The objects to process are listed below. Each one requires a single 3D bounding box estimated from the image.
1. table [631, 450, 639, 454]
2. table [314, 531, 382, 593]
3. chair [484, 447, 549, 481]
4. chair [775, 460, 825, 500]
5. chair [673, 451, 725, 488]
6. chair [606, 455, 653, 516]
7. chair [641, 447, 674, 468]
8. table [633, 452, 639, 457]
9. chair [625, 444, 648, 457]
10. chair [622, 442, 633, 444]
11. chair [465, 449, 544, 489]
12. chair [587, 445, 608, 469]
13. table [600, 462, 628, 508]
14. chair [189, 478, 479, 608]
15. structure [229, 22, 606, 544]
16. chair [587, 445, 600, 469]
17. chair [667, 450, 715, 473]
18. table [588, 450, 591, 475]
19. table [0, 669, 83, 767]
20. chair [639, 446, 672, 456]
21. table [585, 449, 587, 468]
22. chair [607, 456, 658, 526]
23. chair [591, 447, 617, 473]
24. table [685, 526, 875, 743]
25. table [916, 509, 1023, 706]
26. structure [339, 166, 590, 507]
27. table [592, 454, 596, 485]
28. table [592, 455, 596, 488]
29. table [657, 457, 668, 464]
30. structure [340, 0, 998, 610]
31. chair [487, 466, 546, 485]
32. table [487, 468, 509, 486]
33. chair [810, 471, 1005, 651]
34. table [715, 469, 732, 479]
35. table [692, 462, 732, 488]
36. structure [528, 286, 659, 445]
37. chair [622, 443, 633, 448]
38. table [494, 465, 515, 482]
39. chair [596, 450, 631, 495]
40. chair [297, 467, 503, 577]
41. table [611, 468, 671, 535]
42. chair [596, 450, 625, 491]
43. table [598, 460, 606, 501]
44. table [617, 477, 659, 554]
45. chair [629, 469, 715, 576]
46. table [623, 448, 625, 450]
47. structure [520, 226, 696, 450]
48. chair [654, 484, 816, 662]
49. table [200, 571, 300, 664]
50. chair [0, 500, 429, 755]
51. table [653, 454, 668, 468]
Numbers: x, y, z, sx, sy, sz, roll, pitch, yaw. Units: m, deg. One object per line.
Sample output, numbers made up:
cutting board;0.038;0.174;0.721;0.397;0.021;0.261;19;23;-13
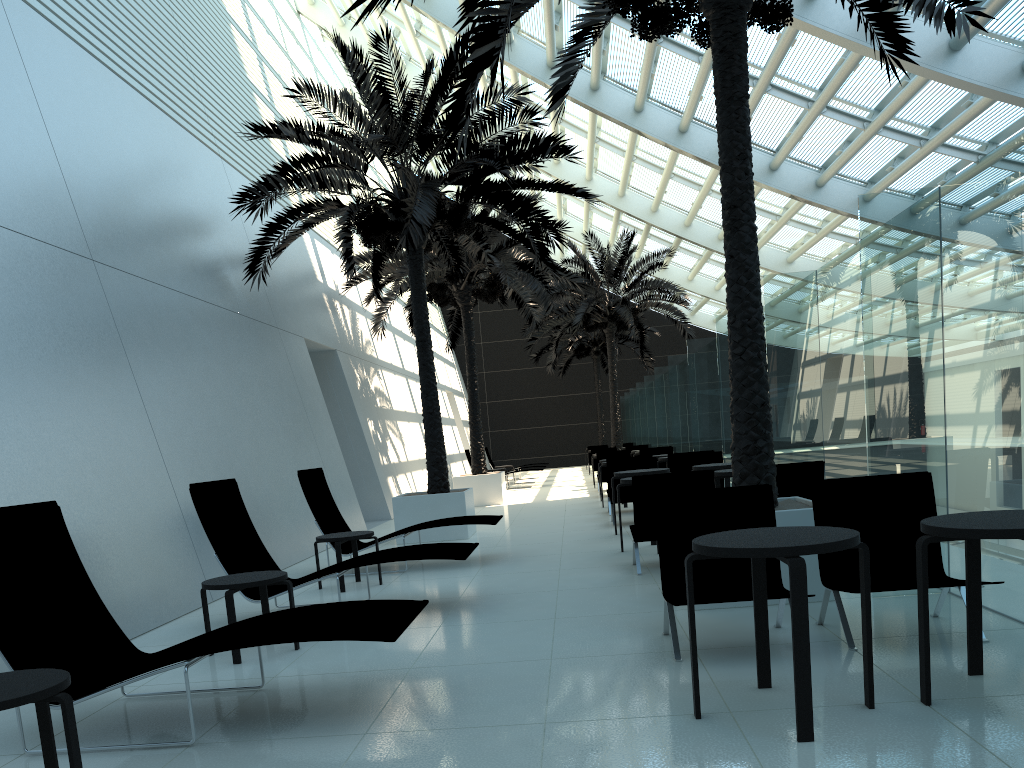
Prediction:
table;3.374;2.050;21.968;0.682;0.788;0.671;-3;3;42
table;-1.587;1.708;8.425;0.548;0.521;0.556;-6;2;-43
chair;0.187;2.580;28.882;2.039;1.168;0.913;-5;3;4
chair;2.384;1.153;7.957;0.717;0.895;0.880;-5;2;4
chair;2.651;1.400;12.031;0.717;0.895;0.880;-5;2;4
chair;1.857;1.584;13.808;0.717;0.895;0.880;-5;2;4
chair;3.042;1.739;17.671;0.717;0.895;0.880;-5;2;4
table;3.266;1.965;20.541;0.672;0.788;0.682;-7;3;-43
chair;3.427;2.073;23.238;0.717;0.895;0.880;-5;2;4
chair;3.952;2.515;30.606;0.717;0.895;0.880;-5;2;4
chair;-0.173;2.267;23.672;2.039;1.168;0.913;-5;3;4
chair;2.893;2.498;28.987;0.717;0.895;0.880;-5;2;4
table;1.913;1.714;14.990;0.672;0.788;0.682;-7;3;-43
chair;-1.331;1.262;6.951;2.039;1.168;0.913;-5;3;4
structure;-1.228;-1.245;11.975;4.618;6.896;4.258;-6;4;-17
chair;3.025;2.598;30.679;0.717;0.895;0.880;-5;2;4
chair;2.784;1.501;13.735;0.717;0.895;0.880;-5;2;4
table;2.801;2.477;27.695;0.682;0.788;0.671;-3;3;42
table;-1.942;1.400;3.294;0.548;0.521;0.556;-6;2;-43
chair;3.173;1.839;19.362;0.717;0.895;0.880;-5;2;4
table;3.080;2.728;31.861;0.672;0.788;0.681;-7;3;-39
chair;1.724;1.483;12.104;0.717;0.895;0.880;-5;2;4
chair;2.500;2.157;23.311;0.717;0.895;0.880;-5;2;4
table;1.143;1.038;3.748;0.672;0.788;0.681;-7;3;-39
table;2.107;0.951;3.672;0.672;0.788;0.681;-7;3;-39
structure;-1.020;-0.897;17.972;4.302;6.957;4.571;-2;5;38
table;2.410;2.137;22.044;0.682;0.788;0.671;-3;3;42
table;2.302;2.052;20.617;0.672;0.788;0.682;-7;3;-43
table;2.877;1.627;14.914;0.672;0.788;0.682;-7;3;-43
structure;1.510;-1.964;6.015;4.840;7.084;4.382;-3;4;23
chair;0.004;2.421;26.237;2.039;1.168;0.913;-5;3;4
table;-0.429;2.713;25.146;0.548;0.521;0.556;-6;2;-43
chair;2.154;0.967;4.841;0.717;0.895;0.880;-5;2;4
table;2.477;1.280;9.136;0.672;0.788;0.682;-7;3;-43
table;2.597;1.376;10.748;0.682;0.788;0.671;-3;3;42
structure;3.415;-0.331;33.226;4.434;7.082;4.788;-6;4;-17
chair;3.820;2.414;28.914;0.717;0.895;0.880;-5;2;4
table;-0.246;2.872;27.791;0.548;0.521;0.556;-6;2;-43
chair;2.115;1.822;17.744;0.717;0.895;0.880;-5;2;4
chair;-1.153;1.416;9.517;2.039;1.168;0.913;-5;3;4
table;1.633;1.463;10.824;0.682;0.788;0.671;-3;3;42
chair;2.246;1.923;19.435;0.717;0.895;0.880;-5;2;4
table;2.023;1.801;16.451;0.682;0.788;0.671;-3;3;42
table;1.513;1.367;9.212;0.672;0.788;0.682;-7;3;-43
chair;1.457;1.237;8.030;0.717;0.895;0.880;-5;2;4
table;3.765;2.390;27.619;0.682;0.788;0.671;-3;3;42
structure;2.827;-0.817;25.106;4.820;7.084;4.401;-5;4;-2
chair;1.227;1.051;4.914;0.717;0.895;0.880;-5;2;4
table;-1.764;1.554;5.860;0.548;0.521;0.556;-6;2;-43
chair;-1.508;1.107;4.386;2.039;1.168;0.913;-5;3;4
table;2.987;1.714;16.375;0.682;0.788;0.671;-3;3;42
